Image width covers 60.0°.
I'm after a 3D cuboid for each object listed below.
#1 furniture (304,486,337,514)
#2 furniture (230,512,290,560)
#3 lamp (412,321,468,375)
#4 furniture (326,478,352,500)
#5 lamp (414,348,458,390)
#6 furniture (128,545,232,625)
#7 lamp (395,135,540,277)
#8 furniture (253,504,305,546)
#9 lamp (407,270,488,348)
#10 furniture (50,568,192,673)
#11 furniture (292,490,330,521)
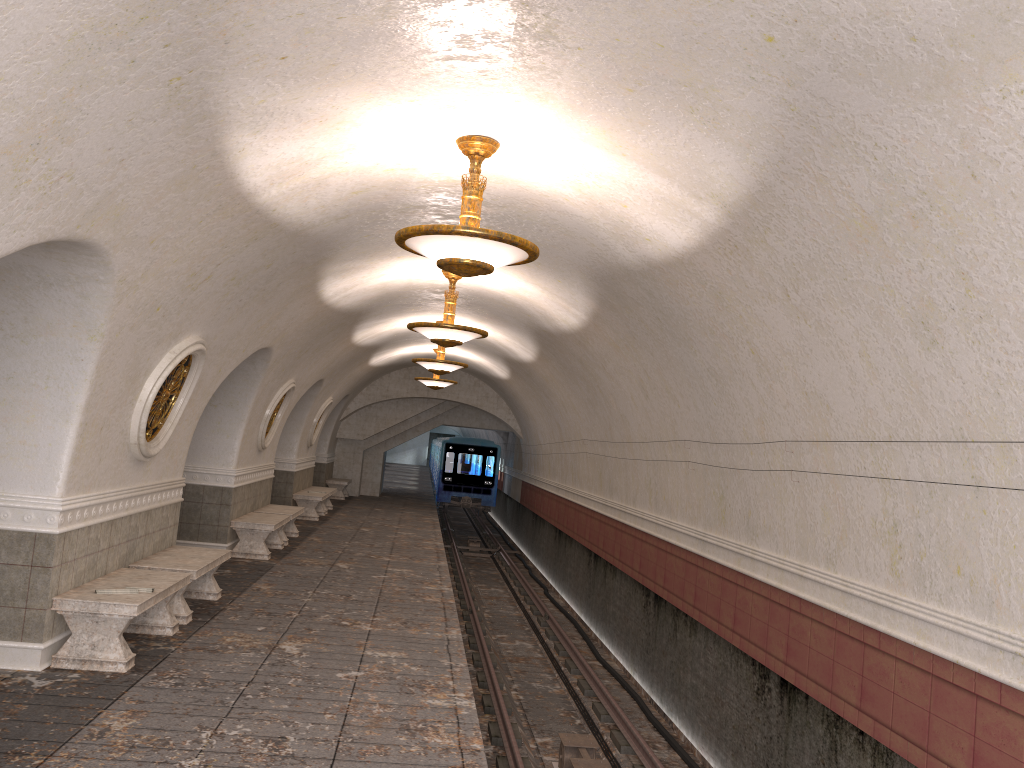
[{"bbox_3d":[-4.502,2.709,20.754,0.613,0.508,1.509,6,-4,-5],"label":"furniture"},{"bbox_3d":[-3.736,2.244,13.163,0.613,0.508,1.509,6,-4,-5],"label":"furniture"},{"bbox_3d":[-1.253,-0.625,15.774,1.008,0.955,1.008,5,-4,11],"label":"lamp"},{"bbox_3d":[-4.965,2.991,25.343,0.613,0.508,1.509,6,-4,-5],"label":"furniture"},{"bbox_3d":[-1.737,-0.331,20.571,1.008,0.955,1.008,2,-5,40],"label":"lamp"},{"bbox_3d":[-3.301,1.980,8.853,0.613,0.508,1.509,6,-4,-5],"label":"furniture"},{"bbox_3d":[-0.285,-1.213,6.183,1.008,0.955,1.008,7,-4,-21],"label":"lamp"},{"bbox_3d":[-3.905,2.346,14.833,0.613,0.508,1.509,6,-4,-5],"label":"furniture"},{"bbox_3d":[-0.769,-0.919,10.979,1.008,0.955,1.008,5,-4,11],"label":"lamp"},{"bbox_3d":[-3.133,1.877,7.183,0.613,0.508,1.509,6,-4,-5],"label":"furniture"},{"bbox_3d":[-4.333,2.607,19.084,0.613,0.508,1.509,6,-4,-5],"label":"furniture"}]
